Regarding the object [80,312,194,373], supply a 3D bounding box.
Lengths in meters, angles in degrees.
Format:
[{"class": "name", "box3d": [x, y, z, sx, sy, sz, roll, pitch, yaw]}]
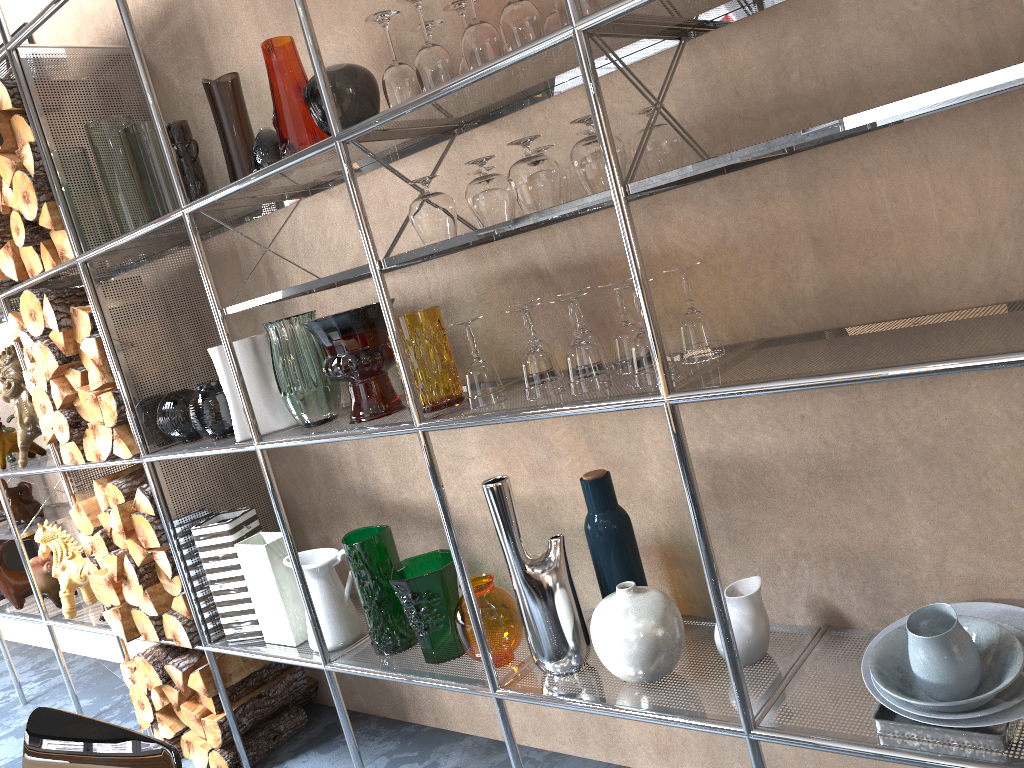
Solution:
[{"class": "object", "box3d": [-1.083, -0.121, 2.578, 0.097, 0.120, 0.308, -9, 10, 36]}]

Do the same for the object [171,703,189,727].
[{"class": "object", "box3d": [-0.938, 0.989, 2.875, 0.147, 0.118, 0.288, -9, 10, 37]}]

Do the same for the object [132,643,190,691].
[{"class": "object", "box3d": [-1.022, 0.844, 2.838, 0.164, 0.128, 0.322, -9, 10, 40]}]

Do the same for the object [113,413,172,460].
[{"class": "object", "box3d": [-1.007, 0.121, 2.612, 0.107, 0.105, 0.330, -9, 10, 38]}]

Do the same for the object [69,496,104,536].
[{"class": "object", "box3d": [-1.258, 0.386, 2.888, 0.151, 0.119, 0.300, -8, 11, 43]}]

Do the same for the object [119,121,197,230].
[{"class": "object", "box3d": [-0.903, -0.531, 2.267, 0.112, 0.253, 0.113, -8, 10, 41]}]

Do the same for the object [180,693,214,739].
[{"class": "object", "box3d": [-0.874, 0.966, 2.793, 0.095, 0.135, 0.329, -9, 10, 37]}]

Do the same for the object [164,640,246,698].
[{"class": "object", "box3d": [-0.925, 0.848, 2.786, 0.099, 0.131, 0.309, -9, 10, 37]}]

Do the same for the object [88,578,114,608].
[{"class": "object", "box3d": [-1.227, 0.625, 2.964, 0.110, 0.109, 0.321, -8, 10, 41]}]

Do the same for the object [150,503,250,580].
[{"class": "object", "box3d": [-0.919, 0.467, 2.662, 0.111, 0.121, 0.310, -9, 10, 40]}]

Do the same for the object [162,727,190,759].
[{"class": "object", "box3d": [-1.017, 1.133, 2.953, 0.087, 0.095, 0.303, -8, 10, 40]}]

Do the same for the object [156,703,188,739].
[{"class": "object", "box3d": [-1.002, 1.039, 2.926, 0.103, 0.098, 0.330, -9, 10, 38]}]

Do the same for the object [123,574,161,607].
[{"class": "object", "box3d": [-1.079, 0.588, 2.808, 0.147, 0.118, 0.288, -9, 10, 37]}]

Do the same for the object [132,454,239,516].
[{"class": "object", "box3d": [-0.981, 0.289, 2.647, 0.121, 0.107, 0.308, -9, 10, 37]}]

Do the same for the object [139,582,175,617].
[{"class": "object", "box3d": [-0.996, 0.611, 2.767, 0.103, 0.098, 0.330, -9, 10, 38]}]

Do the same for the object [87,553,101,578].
[{"class": "object", "box3d": [-1.242, 0.534, 2.940, 0.107, 0.110, 0.331, -9, 10, 39]}]

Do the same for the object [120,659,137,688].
[{"class": "object", "box3d": [-1.147, 0.930, 2.995, 0.111, 0.121, 0.310, -9, 10, 40]}]

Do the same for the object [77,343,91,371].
[{"class": "object", "box3d": [-1.127, -0.109, 2.645, 0.112, 0.153, 0.291, -9, 10, 38]}]

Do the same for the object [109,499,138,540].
[{"class": "object", "box3d": [-1.046, 0.359, 2.713, 0.098, 0.115, 0.362, -9, 10, 40]}]

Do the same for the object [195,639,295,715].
[{"class": "object", "box3d": [-0.829, 0.885, 2.748, 0.109, 0.135, 0.288, -7, 11, 44]}]

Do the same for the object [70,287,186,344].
[{"class": "object", "box3d": [-1.122, -0.204, 2.603, 0.151, 0.119, 0.300, -8, 11, 43]}]

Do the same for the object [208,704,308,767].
[{"class": "object", "box3d": [-0.774, 1.090, 2.723, 0.103, 0.110, 0.312, -9, 10, 37]}]

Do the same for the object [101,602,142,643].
[{"class": "object", "box3d": [-1.127, 0.702, 2.902, 0.154, 0.131, 0.362, -8, 10, 41]}]

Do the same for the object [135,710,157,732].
[{"class": "object", "box3d": [-1.117, 1.068, 3.017, 0.095, 0.088, 0.303, -9, 10, 39]}]

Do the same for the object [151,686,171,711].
[{"class": "object", "box3d": [-1.004, 0.937, 2.890, 0.101, 0.110, 0.331, -8, 10, 43]}]

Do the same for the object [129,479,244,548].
[{"class": "object", "box3d": [-0.965, 0.379, 2.647, 0.135, 0.114, 0.299, -9, 10, 38]}]

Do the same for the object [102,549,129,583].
[{"class": "object", "box3d": [-1.120, 0.517, 2.815, 0.107, 0.098, 0.330, -9, 10, 37]}]

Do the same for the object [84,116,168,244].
[{"class": "object", "box3d": [-1.029, -0.543, 2.370, 0.122, 0.313, 0.122, -19, 9, -28]}]

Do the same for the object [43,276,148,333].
[{"class": "object", "box3d": [-1.233, -0.236, 2.626, 0.107, 0.121, 0.289, -8, 10, 42]}]

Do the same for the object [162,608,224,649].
[{"class": "object", "box3d": [-0.888, 0.677, 2.683, 0.126, 0.112, 0.287, -9, 10, 40]}]

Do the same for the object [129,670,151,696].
[{"class": "object", "box3d": [-1.089, 0.893, 2.934, 0.128, 0.107, 0.329, -8, 10, 41]}]

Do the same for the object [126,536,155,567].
[{"class": "object", "box3d": [-0.991, 0.449, 2.716, 0.128, 0.107, 0.329, -8, 10, 41]}]

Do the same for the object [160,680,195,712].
[{"class": "object", "box3d": [-0.946, 0.916, 2.836, 0.107, 0.098, 0.330, -9, 10, 37]}]

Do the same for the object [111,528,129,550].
[{"class": "object", "box3d": [-1.080, 0.417, 2.801, 0.164, 0.128, 0.322, -9, 10, 40]}]

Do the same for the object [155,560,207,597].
[{"class": "object", "box3d": [-0.929, 0.528, 2.720, 0.143, 0.143, 0.286, -9, 10, 40]}]

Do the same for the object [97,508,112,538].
[{"class": "object", "box3d": [-1.154, 0.394, 2.837, 0.098, 0.090, 0.303, -9, 10, 40]}]

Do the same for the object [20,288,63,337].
[{"class": "object", "box3d": [-1.307, -0.239, 2.692, 0.140, 0.150, 0.312, -9, 10, 37]}]

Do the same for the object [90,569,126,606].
[{"class": "object", "box3d": [-1.162, 0.584, 2.891, 0.115, 0.131, 0.374, -9, 10, 36]}]

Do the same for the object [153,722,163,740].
[{"class": "object", "box3d": [-1.069, 1.125, 3.030, 0.126, 0.112, 0.287, -9, 10, 40]}]

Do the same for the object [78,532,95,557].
[{"class": "object", "box3d": [-1.266, 0.483, 2.951, 0.097, 0.120, 0.308, -9, 10, 36]}]

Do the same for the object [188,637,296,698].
[{"class": "object", "box3d": [-0.824, 0.833, 2.707, 0.105, 0.105, 0.331, -9, 10, 37]}]

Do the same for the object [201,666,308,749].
[{"class": "object", "box3d": [-0.781, 0.987, 2.724, 0.110, 0.109, 0.321, -8, 10, 41]}]

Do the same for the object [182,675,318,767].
[{"class": "object", "box3d": [-0.813, 1.075, 2.834, 0.154, 0.131, 0.428, -8, 10, 41]}]

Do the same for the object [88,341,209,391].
[{"class": "object", "box3d": [-1.061, -0.060, 2.591, 0.107, 0.110, 0.331, -9, 10, 39]}]

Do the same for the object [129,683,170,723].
[{"class": "object", "box3d": [-1.104, 0.990, 2.954, 0.143, 0.143, 0.286, -9, 10, 40]}]

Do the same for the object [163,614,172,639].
[{"class": "object", "box3d": [-0.935, 0.689, 2.764, 0.087, 0.095, 0.303, -8, 10, 40]}]

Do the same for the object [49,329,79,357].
[{"class": "object", "box3d": [-1.213, -0.159, 2.661, 0.098, 0.090, 0.303, -9, 10, 40]}]

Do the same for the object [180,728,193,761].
[{"class": "object", "box3d": [-0.924, 1.101, 2.897, 0.135, 0.114, 0.299, -9, 10, 38]}]

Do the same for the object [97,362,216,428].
[{"class": "object", "box3d": [-1.027, 0.029, 2.592, 0.110, 0.109, 0.321, -8, 10, 41]}]

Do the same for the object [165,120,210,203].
[{"class": "object", "box3d": [-0.781, -0.528, 2.151, 0.058, 0.215, 0.077, -18, 8, -22]}]

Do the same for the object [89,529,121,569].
[{"class": "object", "box3d": [-1.205, 0.474, 2.871, 0.112, 0.153, 0.291, -9, 10, 38]}]

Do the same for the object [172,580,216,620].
[{"class": "object", "box3d": [-0.875, 0.602, 2.679, 0.095, 0.088, 0.303, -9, 10, 39]}]

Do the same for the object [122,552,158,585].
[{"class": "object", "box3d": [-1.046, 0.516, 2.776, 0.101, 0.110, 0.331, -8, 10, 43]}]

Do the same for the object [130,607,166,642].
[{"class": "object", "box3d": [-1.035, 0.694, 2.816, 0.135, 0.114, 0.299, -9, 10, 38]}]
